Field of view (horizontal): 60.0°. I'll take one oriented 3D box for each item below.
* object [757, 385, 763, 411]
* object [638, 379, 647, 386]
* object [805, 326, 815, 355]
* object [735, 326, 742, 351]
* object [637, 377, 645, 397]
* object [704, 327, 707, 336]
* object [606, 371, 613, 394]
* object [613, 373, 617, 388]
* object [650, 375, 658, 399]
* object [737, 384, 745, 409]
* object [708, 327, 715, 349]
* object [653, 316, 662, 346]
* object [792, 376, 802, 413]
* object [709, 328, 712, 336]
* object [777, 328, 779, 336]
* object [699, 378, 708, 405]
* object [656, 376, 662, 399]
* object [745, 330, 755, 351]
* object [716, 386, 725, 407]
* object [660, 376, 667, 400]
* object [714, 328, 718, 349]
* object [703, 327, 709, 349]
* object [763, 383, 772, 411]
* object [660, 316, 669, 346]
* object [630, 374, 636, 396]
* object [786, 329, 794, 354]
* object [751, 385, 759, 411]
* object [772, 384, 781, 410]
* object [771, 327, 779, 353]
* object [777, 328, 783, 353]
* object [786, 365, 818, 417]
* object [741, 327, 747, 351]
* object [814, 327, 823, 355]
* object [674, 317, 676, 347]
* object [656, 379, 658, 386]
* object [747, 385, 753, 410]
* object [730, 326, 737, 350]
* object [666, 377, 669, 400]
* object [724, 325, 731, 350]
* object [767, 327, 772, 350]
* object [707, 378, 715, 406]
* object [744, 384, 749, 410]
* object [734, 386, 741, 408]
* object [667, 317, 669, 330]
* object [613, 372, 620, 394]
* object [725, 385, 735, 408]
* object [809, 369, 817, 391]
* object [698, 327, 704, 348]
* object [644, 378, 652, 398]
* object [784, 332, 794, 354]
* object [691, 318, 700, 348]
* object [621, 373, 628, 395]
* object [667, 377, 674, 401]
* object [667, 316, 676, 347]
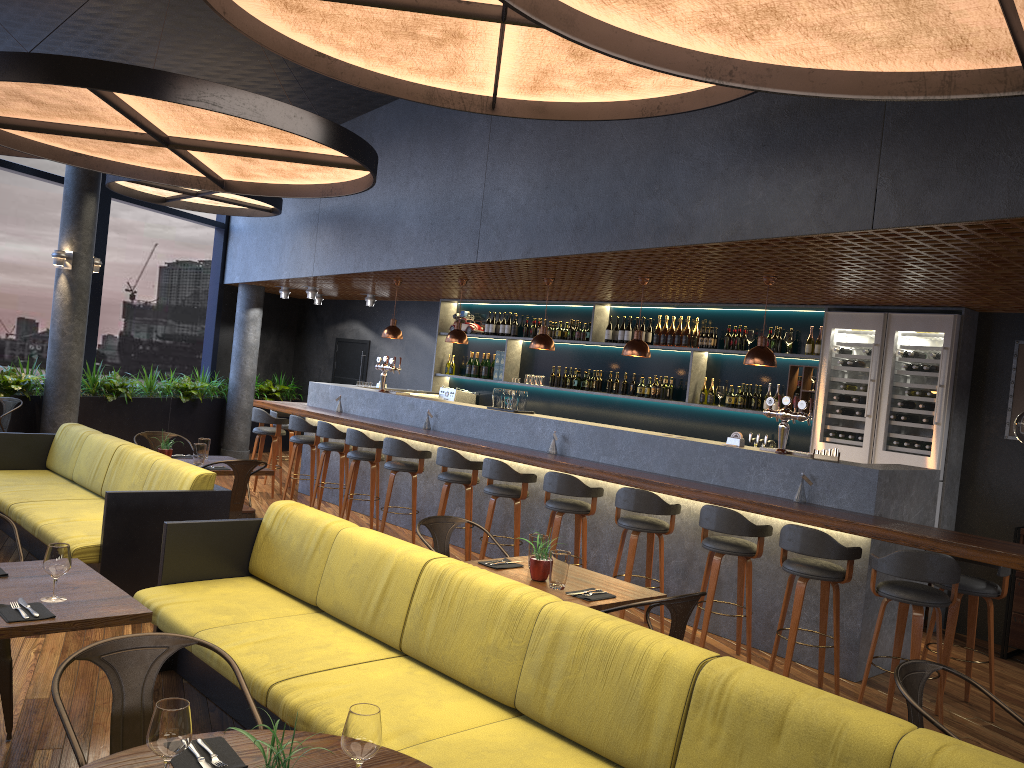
[{"bbox_3d":[2.467,0.141,8.850,0.063,0.254,0.063,5,1,-35],"label":"object"},{"bbox_3d":[1.468,0.045,9.983,0.097,0.206,0.097,6,1,-11],"label":"object"},{"bbox_3d":[2.841,-0.410,8.437,0.079,0.281,0.079,5,1,-34],"label":"object"},{"bbox_3d":[2.285,-0.462,8.929,0.063,0.254,0.063,6,1,19],"label":"object"},{"bbox_3d":[1.439,0.035,9.852,0.088,0.224,0.088,6,1,17],"label":"object"},{"bbox_3d":[2.030,-0.479,9.301,0.056,0.227,0.056,5,1,-41],"label":"object"},{"bbox_3d":[1.123,-0.018,10.150,0.063,0.254,0.063,6,1,19],"label":"object"},{"bbox_3d":[1.205,-0.010,10.223,0.063,0.254,0.063,7,1,34],"label":"object"},{"bbox_3d":[1.550,0.034,9.645,0.063,0.254,0.063,7,1,40],"label":"object"},{"bbox_3d":[2.291,0.123,8.839,0.063,0.254,0.063,5,1,-40],"label":"object"},{"bbox_3d":[2.067,-0.474,9.170,0.056,0.227,0.056,6,1,34],"label":"object"},{"bbox_3d":[1.600,-0.583,9.689,0.084,0.330,0.084,5,1,-36],"label":"object"},{"bbox_3d":[2.732,0.107,8.464,0.091,0.369,0.092,6,1,16],"label":"object"},{"bbox_3d":[2.069,-0.475,9.257,0.056,0.227,0.056,6,1,9],"label":"object"},{"bbox_3d":[2.614,-0.425,8.781,0.063,0.254,0.063,6,1,-15],"label":"object"},{"bbox_3d":[2.013,0.074,9.284,0.079,0.281,0.079,5,1,-39],"label":"object"},{"bbox_3d":[1.620,0.040,9.711,0.063,0.254,0.063,6,1,-15],"label":"object"},{"bbox_3d":[2.370,-0.428,8.842,0.097,0.206,0.097,6,1,16],"label":"object"},{"bbox_3d":[2.130,0.126,9.073,0.097,0.206,0.097,6,1,16],"label":"object"},{"bbox_3d":[1.643,0.044,9.579,0.063,0.254,0.063,5,1,-36],"label":"object"},{"bbox_3d":[2.111,-0.469,9.212,0.056,0.227,0.056,5,1,-41],"label":"object"},{"bbox_3d":[2.026,-0.479,9.215,0.056,0.227,0.056,6,1,24],"label":"object"},{"bbox_3d":[2.526,0.134,8.726,0.079,0.281,0.079,6,1,21],"label":"object"},{"bbox_3d":[1.664,-0.575,9.621,0.084,0.330,0.084,5,1,-36],"label":"object"},{"bbox_3d":[1.375,0.010,10.049,0.063,0.254,0.063,6,1,5],"label":"object"},{"bbox_3d":[2.720,-0.412,8.670,0.063,0.254,0.063,5,1,-35],"label":"object"},{"bbox_3d":[2.412,0.136,8.787,0.063,0.254,0.063,6,1,10],"label":"object"},{"bbox_3d":[2.589,0.141,8.656,0.079,0.281,0.079,7,1,41],"label":"object"},{"bbox_3d":[2.554,-0.429,8.607,0.063,0.254,0.063,6,1,-15],"label":"object"},{"bbox_3d":[2.617,-0.423,8.687,0.063,0.254,0.063,6,1,10],"label":"object"},{"bbox_3d":[2.784,0.067,8.409,0.161,0.475,0.300,5,1,-43],"label":"object"},{"bbox_3d":[2.354,-0.455,8.993,0.063,0.254,0.063,7,1,34],"label":"object"},{"bbox_3d":[2.906,-0.402,8.367,0.079,0.281,0.079,6,1,16],"label":"object"},{"bbox_3d":[1.751,-0.566,9.655,0.084,0.330,0.084,5,1,-36],"label":"object"},{"bbox_3d":[1.595,0.051,9.850,0.088,0.224,0.088,7,1,42],"label":"object"},{"bbox_3d":[2.401,0.133,8.960,0.063,0.254,0.063,6,1,10],"label":"object"},{"bbox_3d":[2.275,-0.465,9.077,0.063,0.254,0.063,6,1,9],"label":"object"},{"bbox_3d":[1.692,0.047,9.755,0.063,0.254,0.063,6,1,-16],"label":"object"},{"bbox_3d":[2.198,-0.472,9.013,0.063,0.254,0.063,7,1,44],"label":"object"},{"bbox_3d":[2.534,-0.433,8.718,0.063,0.254,0.063,6,1,-1],"label":"object"},{"bbox_3d":[2.076,0.081,9.216,0.079,0.281,0.079,6,1,26],"label":"object"},{"bbox_3d":[2.346,0.128,8.898,0.063,0.254,0.063,6,1,-15],"label":"object"},{"bbox_3d":[2.298,0.136,9.015,0.088,0.224,0.088,7,1,42],"label":"object"},{"bbox_3d":[1.688,-0.574,9.726,0.084,0.330,0.084,5,1,-36],"label":"object"},{"bbox_3d":[1.191,-0.010,10.075,0.063,0.254,0.063,6,1,-6],"label":"object"},{"bbox_3d":[2.208,0.127,8.952,0.088,0.224,0.088,6,1,17],"label":"object"},{"bbox_3d":[2.847,-0.037,8.355,0.097,0.206,0.097,6,1,-3],"label":"object"},{"bbox_3d":[1.984,-0.483,9.259,0.056,0.227,0.056,6,1,9],"label":"object"},{"bbox_3d":[1.512,0.043,9.774,0.088,0.224,0.088,6,1,-28],"label":"object"},{"bbox_3d":[2.664,-0.393,8.545,0.097,0.206,0.097,6,1,16],"label":"object"},{"bbox_3d":[1.968,-0.541,9.470,0.084,0.330,0.084,5,1,-36],"label":"object"},{"bbox_3d":[1.290,0.000,10.131,0.063,0.254,0.063,6,1,19],"label":"object"},{"bbox_3d":[1.728,0.052,9.644,0.063,0.254,0.063,6,1,19],"label":"object"},{"bbox_3d":[1.726,-0.568,9.552,0.084,0.330,0.084,5,1,-36],"label":"object"}]
